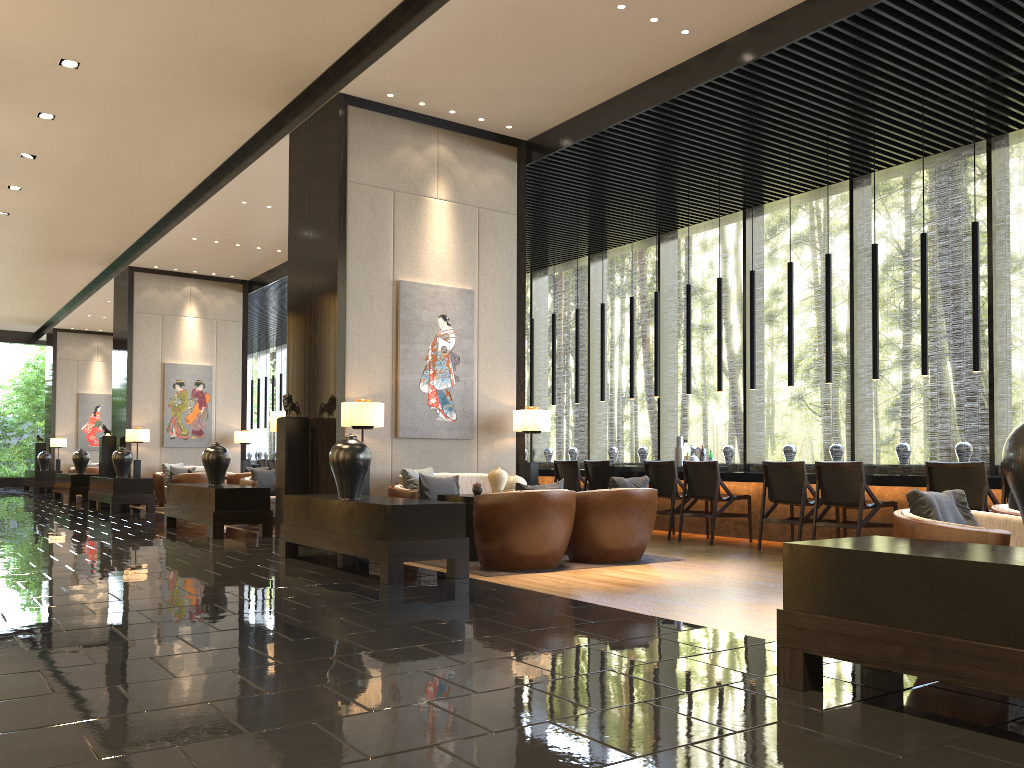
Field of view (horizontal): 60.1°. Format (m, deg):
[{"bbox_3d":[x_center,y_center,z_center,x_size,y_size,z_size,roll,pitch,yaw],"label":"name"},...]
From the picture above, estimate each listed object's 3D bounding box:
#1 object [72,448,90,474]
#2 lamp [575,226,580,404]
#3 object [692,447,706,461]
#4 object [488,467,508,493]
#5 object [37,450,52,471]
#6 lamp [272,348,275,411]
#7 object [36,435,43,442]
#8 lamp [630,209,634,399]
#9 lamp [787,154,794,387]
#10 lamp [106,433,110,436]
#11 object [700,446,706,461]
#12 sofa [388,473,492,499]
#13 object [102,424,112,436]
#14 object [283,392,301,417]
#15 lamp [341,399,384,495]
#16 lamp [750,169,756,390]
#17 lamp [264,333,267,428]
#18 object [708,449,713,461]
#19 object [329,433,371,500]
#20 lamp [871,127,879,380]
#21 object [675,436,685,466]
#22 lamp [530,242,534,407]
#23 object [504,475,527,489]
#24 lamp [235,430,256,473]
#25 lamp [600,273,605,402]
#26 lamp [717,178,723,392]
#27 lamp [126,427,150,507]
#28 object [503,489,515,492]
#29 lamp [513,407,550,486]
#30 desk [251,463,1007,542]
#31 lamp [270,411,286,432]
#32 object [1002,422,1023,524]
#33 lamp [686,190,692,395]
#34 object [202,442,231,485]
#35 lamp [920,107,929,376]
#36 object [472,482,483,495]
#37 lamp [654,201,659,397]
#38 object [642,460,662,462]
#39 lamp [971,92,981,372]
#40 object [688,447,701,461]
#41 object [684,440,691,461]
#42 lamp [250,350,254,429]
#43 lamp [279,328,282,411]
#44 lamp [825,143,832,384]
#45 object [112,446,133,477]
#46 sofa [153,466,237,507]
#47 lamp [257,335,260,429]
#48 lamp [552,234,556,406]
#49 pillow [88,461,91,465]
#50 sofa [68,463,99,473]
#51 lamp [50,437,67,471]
[{"bbox_3d":[-8.407,1.502,17.263,0.311,0.492,0.312,1,-3,-16],"label":"object"},{"bbox_3d":[0.875,-0.947,11.821,0.060,2.416,0.060,2,-2,-40],"label":"lamp"},{"bbox_3d":[2.213,0.858,10.463,0.169,0.219,0.169,3,-4,-39],"label":"object"},{"bbox_3d":[-0.121,0.833,7.588,0.171,0.235,0.171,0,-3,0],"label":"object"},{"bbox_3d":[-11.367,1.856,21.514,0.311,0.492,0.312,1,-3,-16],"label":"object"},{"bbox_3d":[-5.751,-0.155,21.335,0.060,2.416,0.060,0,-2,20],"label":"lamp"},{"bbox_3d":[-12.354,1.425,23.152,0.176,0.245,0.116,2,-3,-30],"label":"object"},{"bbox_3d":[1.484,-1.020,10.945,0.060,2.416,0.060,2,-2,-40],"label":"lamp"},{"bbox_3d":[2.833,-1.181,9.008,0.060,2.416,0.060,2,-2,-40],"label":"lamp"},{"bbox_3d":[-7.465,1.547,16.673,0.375,1.348,0.375,1,-2,-16],"label":"lamp"},{"bbox_3d":[2.228,0.838,10.338,0.067,0.237,0.067,2,-2,-41],"label":"object"},{"bbox_3d":[-0.514,1.186,8.324,1.450,0.692,0.604,3,-4,-35],"label":"sofa"},{"bbox_3d":[-7.232,0.826,15.791,0.102,0.217,0.162,-2,-3,43],"label":"object"},{"bbox_3d":[-2.104,0.200,8.435,0.176,0.245,0.116,2,-3,-35],"label":"object"},{"bbox_3d":[-1.331,0.815,7.865,0.375,1.345,0.375,0,-2,16],"label":"lamp"},{"bbox_3d":[2.556,-1.148,9.406,0.060,2.416,0.060,2,-2,-40],"label":"lamp"},{"bbox_3d":[-6.045,-0.120,21.757,0.060,2.416,0.060,0,-2,20],"label":"lamp"},{"bbox_3d":[2.328,0.861,10.359,0.056,0.197,0.056,1,-2,-33],"label":"object"},{"bbox_3d":[-1.204,0.612,6.588,0.311,0.492,0.312,1,-3,-16],"label":"object"},{"bbox_3d":[3.374,-1.246,8.231,0.060,2.416,0.060,1,-2,-30],"label":"lamp"},{"bbox_3d":[1.949,0.779,10.292,0.113,0.344,0.113,2,-2,-39],"label":"object"},{"bbox_3d":[0.288,-0.877,12.663,0.060,2.416,0.060,2,-2,-40],"label":"lamp"},{"bbox_3d":[0.008,0.884,7.746,0.245,0.167,0.246,3,-5,-32],"label":"object"},{"bbox_3d":[-4.903,1.523,16.253,0.375,1.348,0.375,1,-2,-16],"label":"lamp"},{"bbox_3d":[1.169,-0.982,11.398,0.060,2.416,0.060,2,-2,-40],"label":"lamp"},{"bbox_3d":[2.295,-1.117,9.781,0.060,2.416,0.060,2,-2,-40],"label":"lamp"},{"bbox_3d":[-6.431,1.424,15.189,0.375,1.348,0.375,1,-2,-16],"label":"lamp"},{"bbox_3d":[0.027,0.919,7.519,0.174,0.051,0.138,4,-6,-39],"label":"object"},{"bbox_3d":[0.198,0.913,8.929,0.375,1.348,0.375,0,-2,-5],"label":"lamp"},{"bbox_3d":[-1.087,1.650,14.121,1.782,0.758,28.780,3,-6,-35],"label":"desk"},{"bbox_3d":[-2.364,0.953,9.348,0.375,1.317,0.375,0,-2,9],"label":"lamp"},{"bbox_3d":[1.701,0.293,2.750,0.312,0.492,0.312,-2,-4,44],"label":"object"},{"bbox_3d":[2.029,-1.085,10.163,0.060,2.416,0.060,2,-2,-40],"label":"lamp"},{"bbox_3d":[-3.336,0.895,9.981,0.311,0.492,0.312,-2,-3,36],"label":"object"},{"bbox_3d":[3.648,-1.278,7.839,0.060,2.416,0.060,2,-2,-40],"label":"lamp"},{"bbox_3d":[-0.296,0.892,7.574,0.091,0.112,0.092,-1,-3,17],"label":"object"},{"bbox_3d":[1.731,-1.049,10.591,0.060,2.416,0.060,2,-2,-40],"label":"lamp"},{"bbox_3d":[1.587,0.896,10.014,0.227,0.067,0.228,3,-6,-32],"label":"object"},{"bbox_3d":[3.907,-1.310,7.466,0.060,2.416,0.060,1,-2,-30],"label":"lamp"},{"bbox_3d":[2.102,0.839,10.245,0.136,0.217,0.136,-2,-3,42],"label":"object"},{"bbox_3d":[2.046,0.810,10.412,0.129,0.305,0.129,-2,-3,41],"label":"object"},{"bbox_3d":[-6.628,-0.050,22.594,0.060,2.416,0.060,0,-2,20],"label":"lamp"},{"bbox_3d":[-5.451,-0.191,20.904,0.060,2.416,0.060,0,-2,20],"label":"lamp"},{"bbox_3d":[3.088,-1.212,8.643,0.060,2.416,0.060,2,-2,-40],"label":"lamp"},{"bbox_3d":[-6.205,1.238,14.102,0.311,0.492,0.312,1,-3,-16],"label":"object"},{"bbox_3d":[-5.584,1.792,15.604,1.450,0.692,0.604,3,-4,-35],"label":"sofa"},{"bbox_3d":[-6.338,-0.085,22.177,0.060,2.416,0.060,0,-2,20],"label":"lamp"},{"bbox_3d":[0.581,-0.912,12.243,0.060,2.416,0.060,2,-2,-40],"label":"lamp"},{"bbox_3d":[-11.071,2.198,22.906,0.201,0.399,0.434,-1,-4,33],"label":"pillow"},{"bbox_3d":[-10.742,2.409,23.010,1.450,0.692,0.604,3,-4,-35],"label":"sofa"},{"bbox_3d":[-11.570,2.038,22.568,0.375,1.348,0.375,0,-2,-5],"label":"lamp"}]
